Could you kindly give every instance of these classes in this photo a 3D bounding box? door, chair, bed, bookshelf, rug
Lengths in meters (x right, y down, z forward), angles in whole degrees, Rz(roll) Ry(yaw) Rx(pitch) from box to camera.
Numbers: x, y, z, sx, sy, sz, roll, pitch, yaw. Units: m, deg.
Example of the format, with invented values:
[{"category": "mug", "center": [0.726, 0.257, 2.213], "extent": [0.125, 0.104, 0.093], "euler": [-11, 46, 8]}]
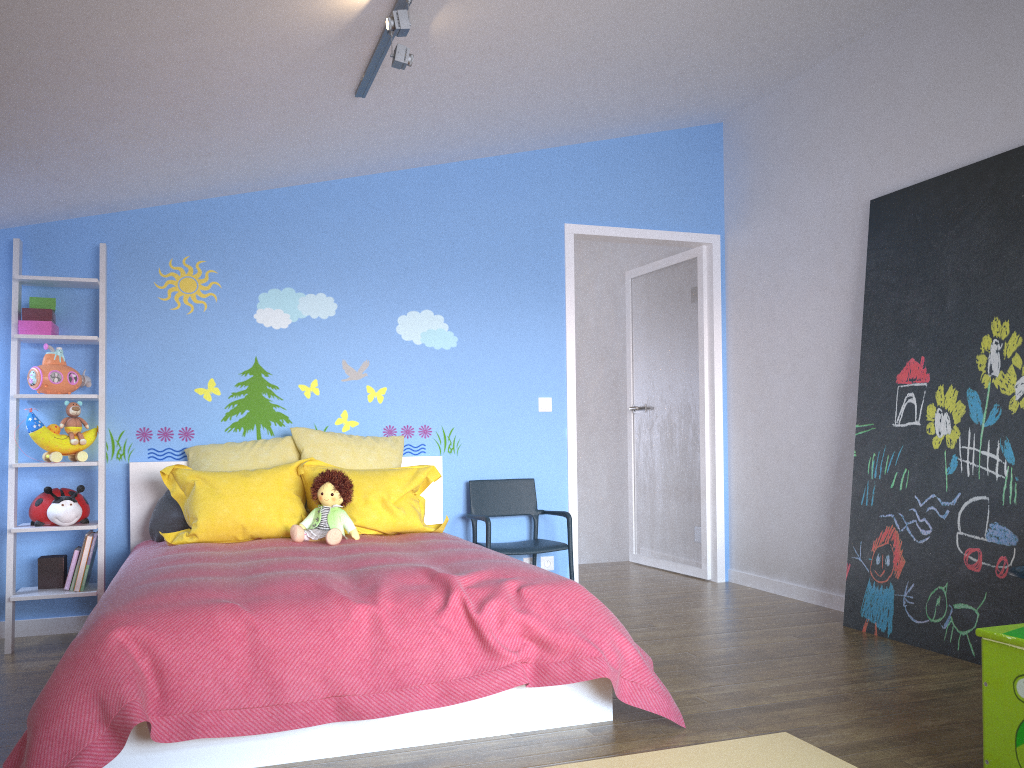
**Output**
[{"category": "door", "center": [0.637, 0.176, 5.719], "extent": [1.033, 2.127, 0.999], "euler": [0, -1, -20]}, {"category": "chair", "center": [0.018, 0.853, 4.731], "extent": [0.512, 0.674, 0.417], "euler": [0, -1, -23]}, {"category": "bed", "center": [-0.721, 0.719, 3.452], "extent": [1.926, 0.810, 2.321], "euler": [0, -3, -19]}, {"category": "chair", "center": [1.767, 0.827, 2.819], "extent": [0.364, 0.461, 0.325], "euler": [0, -1, -20]}, {"category": "bookshelf", "center": [-2.068, 0.249, 4.040], "extent": [0.391, 1.850, 0.381], "euler": [-1, 0, -20]}, {"category": "rug", "center": [-0.013, 1.006, 1.733], "extent": [2.200, 0.006, 1.202], "euler": [0, -4, -19]}]

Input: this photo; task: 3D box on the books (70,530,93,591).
[{"category": "books", "center": [-1.963, 0.802, 4.042], "extent": [0.078, 0.253, 0.209], "euler": [-1, -2, -20]}]

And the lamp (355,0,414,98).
[{"category": "lamp", "center": [-0.381, -1.108, 2.877], "extent": [0.123, 0.143, 1.206], "euler": [0, -3, -16]}]

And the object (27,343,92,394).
[{"category": "object", "center": [-2.070, -0.064, 4.067], "extent": [0.157, 0.234, 0.296], "euler": [-2, -2, 41]}]

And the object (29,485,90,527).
[{"category": "object", "center": [-2.055, 0.548, 4.007], "extent": [0.253, 0.183, 0.323], "euler": [0, -3, -13]}]

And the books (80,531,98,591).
[{"category": "books", "center": [-1.016, 4.160, 6.471], "extent": [0.360, 6.704, 5.397], "euler": [-1, -1, 21]}]

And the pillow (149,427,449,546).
[{"category": "pillow", "center": [-1.004, 0.466, 4.186], "extent": [1.345, 0.531, 0.680], "euler": [0, -2, -18]}]

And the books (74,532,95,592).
[{"category": "books", "center": [-1.930, 0.802, 4.010], "extent": [0.080, 0.248, 0.197], "euler": [-1, -1, -20]}]

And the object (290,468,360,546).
[{"category": "object", "center": [-0.807, 0.536, 3.832], "extent": [0.286, 0.341, 0.251], "euler": [-1, -1, 15]}]

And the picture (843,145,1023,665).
[{"category": "picture", "center": [1.794, 0.102, 3.737], "extent": [0.207, 2.018, 0.959], "euler": [-1, -1, -20]}]

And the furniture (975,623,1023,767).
[{"category": "furniture", "center": [1.505, 0.788, 1.880], "extent": [0.481, 0.418, 0.814], "euler": [0, -3, -19]}]

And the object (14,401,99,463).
[{"category": "object", "center": [-2.029, 0.215, 4.010], "extent": [0.154, 0.281, 0.372], "euler": [-2, -2, 43]}]
